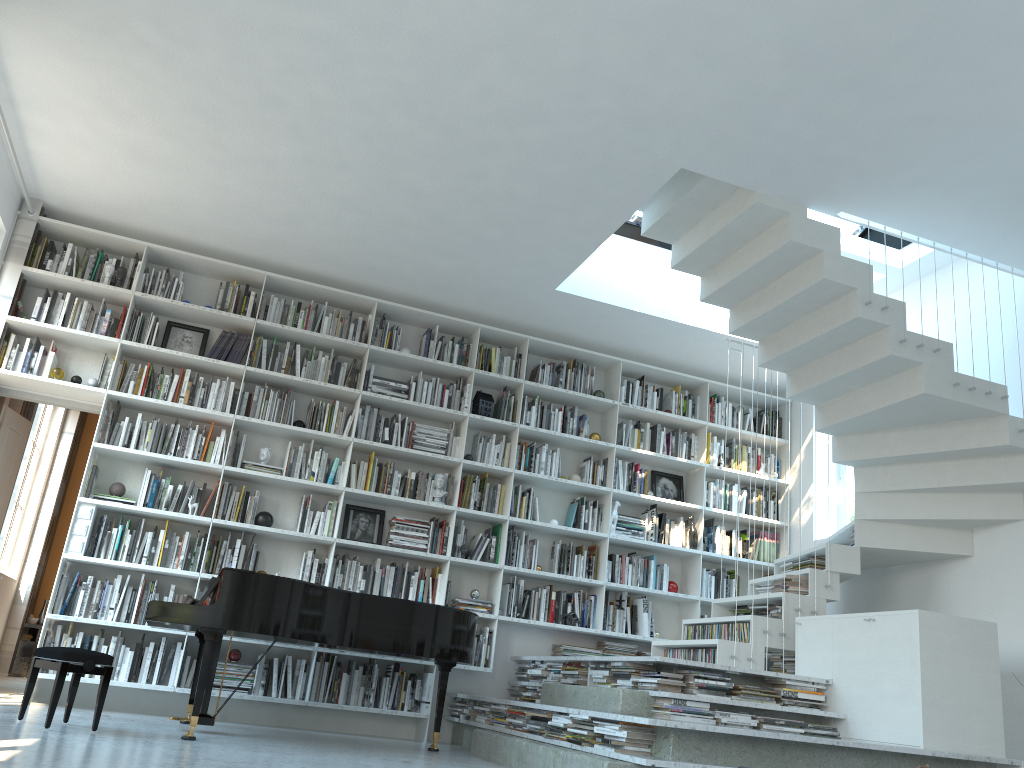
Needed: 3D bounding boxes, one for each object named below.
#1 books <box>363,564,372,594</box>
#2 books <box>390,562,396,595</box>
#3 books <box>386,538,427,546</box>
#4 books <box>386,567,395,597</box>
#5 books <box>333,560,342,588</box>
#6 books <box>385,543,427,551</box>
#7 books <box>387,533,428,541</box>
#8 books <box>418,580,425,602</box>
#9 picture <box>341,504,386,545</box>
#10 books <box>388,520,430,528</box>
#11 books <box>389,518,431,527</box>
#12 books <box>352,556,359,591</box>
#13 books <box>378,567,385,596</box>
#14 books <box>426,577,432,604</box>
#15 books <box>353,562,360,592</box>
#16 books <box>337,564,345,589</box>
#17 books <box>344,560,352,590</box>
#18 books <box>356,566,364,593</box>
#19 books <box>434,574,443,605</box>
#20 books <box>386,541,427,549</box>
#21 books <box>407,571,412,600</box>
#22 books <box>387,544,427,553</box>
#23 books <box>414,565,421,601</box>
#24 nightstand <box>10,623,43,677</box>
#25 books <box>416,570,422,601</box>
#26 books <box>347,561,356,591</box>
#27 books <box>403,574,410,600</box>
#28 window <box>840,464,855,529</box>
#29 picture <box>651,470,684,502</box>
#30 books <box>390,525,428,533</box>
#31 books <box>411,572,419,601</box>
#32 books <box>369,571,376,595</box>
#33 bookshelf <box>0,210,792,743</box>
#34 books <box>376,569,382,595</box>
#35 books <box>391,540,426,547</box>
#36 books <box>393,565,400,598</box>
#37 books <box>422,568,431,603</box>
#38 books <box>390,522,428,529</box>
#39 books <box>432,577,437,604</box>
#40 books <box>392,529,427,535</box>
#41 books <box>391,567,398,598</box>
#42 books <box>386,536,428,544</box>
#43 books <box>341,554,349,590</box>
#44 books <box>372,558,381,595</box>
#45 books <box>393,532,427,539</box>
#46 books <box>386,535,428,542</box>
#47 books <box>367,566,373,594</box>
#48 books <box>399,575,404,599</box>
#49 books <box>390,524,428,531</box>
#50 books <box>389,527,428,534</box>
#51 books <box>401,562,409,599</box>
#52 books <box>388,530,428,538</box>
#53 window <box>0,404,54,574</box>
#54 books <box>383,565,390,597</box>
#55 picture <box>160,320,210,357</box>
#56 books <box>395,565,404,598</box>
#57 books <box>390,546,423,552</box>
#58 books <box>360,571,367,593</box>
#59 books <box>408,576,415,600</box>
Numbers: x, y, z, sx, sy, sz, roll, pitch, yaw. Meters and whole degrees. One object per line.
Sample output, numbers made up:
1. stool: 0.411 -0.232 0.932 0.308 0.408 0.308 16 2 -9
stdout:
1. books: -1.061 1.429 6.406 0.029 0.237 0.166 13 -20 -17
2. books: -0.890 1.453 6.491 0.014 0.285 0.135 13 -20 -17
3. books: -0.787 1.185 6.604 0.285 0.012 0.160 13 -20 -17
4. books: -0.902 1.462 6.457 0.026 0.244 0.192 13 -20 -17
5. books: -1.262 1.385 6.340 0.027 0.233 0.168 13 -20 -17
6. books: -0.790 1.218 6.590 0.285 0.012 0.160 13 -20 -18
7. books: -0.779 1.148 6.604 0.285 0.012 0.160 11 -20 -12
8. books: -0.686 1.539 6.512 0.023 0.182 0.169 13 -20 -17
9. picture: -1.102 1.058 6.572 0.300 0.298 0.078 13 -20 -17
10. books: -0.771 1.059 6.642 0.285 0.012 0.160 12 -20 -15
11. books: -0.767 1.046 6.639 0.285 0.012 0.160 15 -21 -22
12. books: -1.146 1.389 6.386 0.013 0.281 0.167 13 -20 -17
13. books: -0.957 1.458 6.451 0.031 0.236 0.159 13 -20 -17
14. books: -0.620 1.540 6.538 0.042 0.211 0.169 13 -20 -17
15. books: -1.139 1.416 6.402 0.021 0.243 0.142 13 -20 -17
16. books: -1.243 1.406 6.355 0.024 0.207 0.170 13 -20 -17
17. books: -1.198 1.402 6.386 0.024 0.246 0.132 13 -20 -17
18. books: -1.112 1.427 6.384 0.023 0.216 0.175 13 -20 -17
19. books: -0.561 1.536 6.557 0.033 0.245 0.176 13 -20 -17
20. books: -0.786 1.204 6.585 0.285 0.012 0.160 11 -20 -12
21. books: -0.776 1.500 6.508 0.014 0.234 0.154 13 -20 -17
22. books: -0.788 1.226 6.578 0.285 0.012 0.160 15 -21 -22
23. books: -0.716 1.485 6.535 0.014 0.292 0.138 13 -20 -17
24. nightstand: -5.163 2.736 9.174 0.650 0.516 0.432 12 -20 -14
25. books: -0.708 1.508 6.540 0.014 0.255 0.145 13 -20 -17
26. books: -1.168 1.403 6.378 0.027 0.245 0.180 13 -20 -17
27. books: -0.792 1.506 6.488 0.024 0.206 0.183 13 -20 -17
28. window: 2.962 0.605 7.016 0.042 1.221 1.121 13 -20 -17
29. picture: 1.326 0.901 7.546 0.300 0.298 0.078 13 -20 -17
30. books: -0.774 1.092 6.626 0.254 0.012 0.161 14 -21 -21
31. books: -0.733 1.506 6.510 0.023 0.233 0.175 13 -20 -17
32. books: -1.026 1.456 6.408 0.023 0.195 0.165 13 -20 -17
33. bookshelf: -0.670 0.996 6.629 6.301 3.130 0.331 13 -20 -17
34. books: -0.985 1.462 6.447 0.025 0.219 0.140 13 -20 -17
35. books: -0.785 1.193 6.590 0.254 0.012 0.161 15 -21 -22
36. books: -0.863 1.465 6.479 0.010 0.260 0.182 13 -20 -17
37. books: -0.653 1.508 6.547 0.026 0.271 0.175 13 -20 -17
38. books: -0.771 1.069 6.634 0.254 0.012 0.161 14 -21 -21
39. books: -0.596 1.544 6.548 0.011 0.215 0.166 13 -20 -17
40. books: -0.777 1.116 6.620 0.254 0.012 0.161 12 -20 -14
41. books: -0.877 1.471 6.484 0.011 0.250 0.159 13 -20 -17
42. books: -0.785 1.173 6.605 0.285 0.012 0.160 12 -20 -16
43. books: -1.221 1.378 6.391 0.027 0.289 0.141 13 -20 -17
44. books: -1.002 1.421 6.443 0.026 0.290 0.152 13 -20 -17
45. books: -0.778 1.137 6.609 0.254 0.012 0.161 15 -21 -22
46. books: -0.783 1.161 6.607 0.285 0.012 0.160 12 -20 -15
47. books: -1.045 1.440 6.420 0.013 0.229 0.139 13 -20 -17
48. books: -0.829 1.504 6.489 0.021 0.202 0.128 13 -20 -17
49. books: -0.773 1.081 6.632 0.254 0.012 0.161 14 -20 -20
50. books: -0.776 1.104 6.624 0.254 0.012 0.161 14 -20 -20
51. books: -0.805 1.461 6.500 0.012 0.295 0.178 13 -20 -17
52. books: -0.776 1.126 6.612 0.285 0.012 0.160 11 -20 -12
53. window: -4.584 0.728 8.240 0.073 2.001 1.989 13 -20 -17
54. books: -0.935 1.460 6.475 0.025 0.253 0.136 13 -20 -17
55. picture: -2.393 -0.299 6.480 0.300 0.298 0.078 13 -20 -17
56. books: -0.843 1.466 6.478 0.028 0.263 0.162 13 -20 -17
57. books: -0.792 1.240 6.580 0.254 0.012 0.161 12 -20 -15
58. books: -1.088 1.447 6.382 0.029 0.183 0.175 13 -20 -17
59. books: -0.756 1.515 6.498 0.023 0.203 0.167 13 -20 -17
